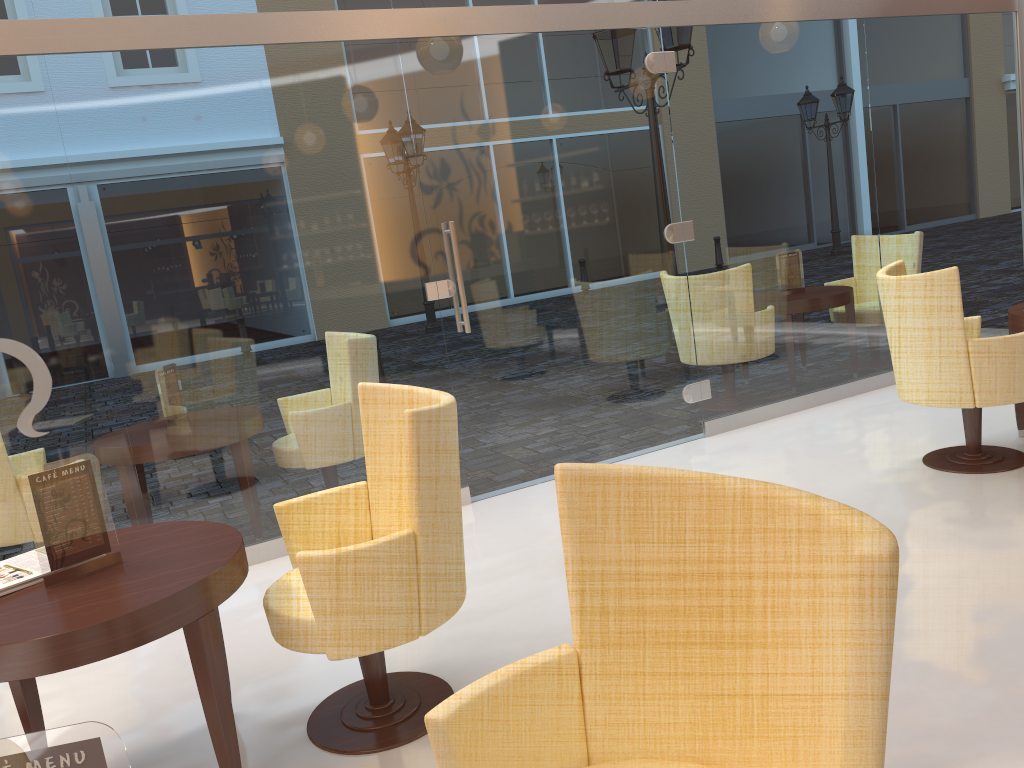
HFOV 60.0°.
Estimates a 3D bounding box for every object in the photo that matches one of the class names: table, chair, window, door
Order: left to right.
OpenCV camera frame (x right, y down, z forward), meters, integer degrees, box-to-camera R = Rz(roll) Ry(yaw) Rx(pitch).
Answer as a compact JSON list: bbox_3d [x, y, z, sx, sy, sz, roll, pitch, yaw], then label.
[{"bbox_3d":[-1.162,0.870,2.570,0.872,0.679,0.874,-4,10,22],"label":"table"},{"bbox_3d":[-0.447,0.553,2.798,0.685,1.017,0.729,-12,10,-21],"label":"chair"},{"bbox_3d":[0.247,-1.204,5.013,8.200,3.380,0.040,-13,11,-24],"label":"window"},{"bbox_3d":[0.318,-0.717,5.097,1.640,2.499,0.020,-13,11,-24],"label":"door"},{"bbox_3d":[0.228,0.697,1.399,0.685,1.017,0.729,-13,11,-27],"label":"chair"},{"bbox_3d":[2.208,-0.108,4.381,0.685,1.017,0.729,-7,10,7],"label":"chair"},{"bbox_3d":[3.029,-0.074,4.496,0.872,0.679,0.874,-4,10,22],"label":"table"}]

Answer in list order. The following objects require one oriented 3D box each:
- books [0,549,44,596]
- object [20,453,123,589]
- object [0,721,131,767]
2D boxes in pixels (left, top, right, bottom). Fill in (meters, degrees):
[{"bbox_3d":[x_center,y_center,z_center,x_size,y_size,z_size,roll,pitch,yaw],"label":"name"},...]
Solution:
[{"bbox_3d":[-1.421,0.540,2.603,0.273,0.028,0.339,0,13,40],"label":"books"},{"bbox_3d":[-1.234,0.376,2.485,0.209,0.335,0.042,-17,13,-41],"label":"object"},{"bbox_3d":[-0.497,0.533,0.958,0.209,0.335,0.042,-9,10,-6],"label":"object"}]
